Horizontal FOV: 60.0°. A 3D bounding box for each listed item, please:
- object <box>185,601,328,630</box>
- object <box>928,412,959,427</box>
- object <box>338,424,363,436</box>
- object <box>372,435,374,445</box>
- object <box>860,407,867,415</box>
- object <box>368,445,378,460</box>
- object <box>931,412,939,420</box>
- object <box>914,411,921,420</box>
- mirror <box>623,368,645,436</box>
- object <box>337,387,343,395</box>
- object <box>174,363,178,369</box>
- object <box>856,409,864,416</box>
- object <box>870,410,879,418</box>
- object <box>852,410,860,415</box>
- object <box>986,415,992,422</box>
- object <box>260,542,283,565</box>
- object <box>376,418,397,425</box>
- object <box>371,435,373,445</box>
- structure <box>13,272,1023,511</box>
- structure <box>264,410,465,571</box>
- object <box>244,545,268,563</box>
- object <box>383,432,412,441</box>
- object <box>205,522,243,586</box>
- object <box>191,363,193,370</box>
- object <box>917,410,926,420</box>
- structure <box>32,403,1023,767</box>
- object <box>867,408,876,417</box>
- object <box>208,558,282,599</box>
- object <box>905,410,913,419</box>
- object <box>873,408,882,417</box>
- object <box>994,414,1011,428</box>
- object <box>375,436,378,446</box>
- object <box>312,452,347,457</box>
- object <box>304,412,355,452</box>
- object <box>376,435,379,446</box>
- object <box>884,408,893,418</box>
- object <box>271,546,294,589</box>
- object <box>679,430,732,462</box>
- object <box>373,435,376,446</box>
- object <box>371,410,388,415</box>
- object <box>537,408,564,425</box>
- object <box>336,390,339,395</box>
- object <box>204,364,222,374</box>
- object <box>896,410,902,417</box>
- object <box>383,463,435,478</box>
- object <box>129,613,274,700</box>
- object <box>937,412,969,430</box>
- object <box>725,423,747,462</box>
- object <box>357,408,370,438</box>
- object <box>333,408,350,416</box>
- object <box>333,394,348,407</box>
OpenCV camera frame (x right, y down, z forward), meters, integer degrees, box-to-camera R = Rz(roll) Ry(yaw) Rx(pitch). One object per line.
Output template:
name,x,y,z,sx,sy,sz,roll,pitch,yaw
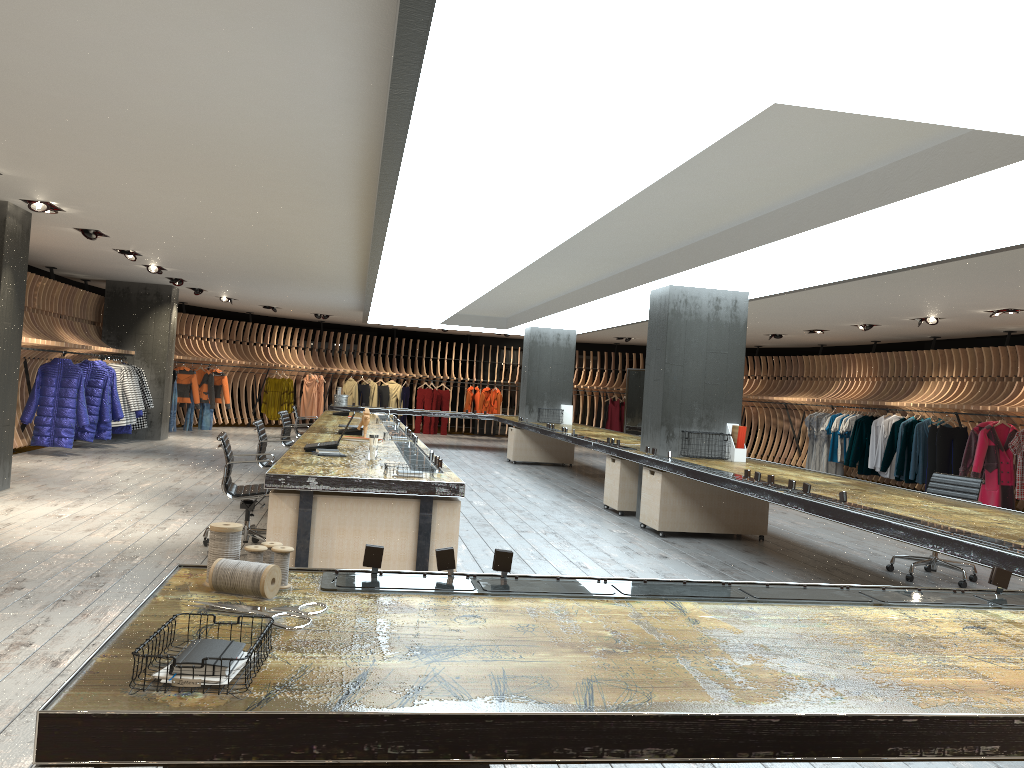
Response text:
object,-0.608,0.553,2.195,0.343,0.015,0.233,4,0,22
object,6.859,0.569,13.992,0.525,0.270,0.012,4,-1,15
object,-1.680,0.480,9.253,0.262,0.088,0.373,4,0,-10
object,-1.015,0.457,6.439,0.007,0.170,0.030,5,-1,-26
object,6.441,0.563,16.226,0.524,0.284,0.014,4,-1,0
object,-1.013,0.502,6.460,0.061,0.111,0.061,3,-1,24
object,6.801,0.565,14.285,0.525,0.270,0.012,4,-1,0
object,6.724,0.563,14.713,0.525,0.270,0.012,4,-1,-10
mirror,3.038,0.691,16.598,2.112,1.893,0.443,3,-1,31
object,-3.487,0.169,18.328,0.262,0.204,0.088,4,-1,-11
object,-6.914,-0.350,18.256,0.023,0.243,0.549,5,-1,-28
object,6.427,0.553,16.398,0.525,0.270,0.012,4,-1,-25
object,6.520,0.562,15.969,0.525,0.270,0.012,4,-1,-10
object,6.420,0.564,16.513,0.524,0.285,0.013,4,-1,-15
object,7.017,0.572,13.036,0.525,0.270,0.012,4,-1,-10
object,-0.680,0.502,2.494,0.062,0.109,0.062,5,-1,-37
object,-1.684,0.511,12.006,0.302,0.071,0.209,4,0,-15
object,-1.020,0.456,6.440,0.007,0.170,0.030,4,-1,-14
structure,1.473,0.181,6.560,14.879,2.441,36.551,4,0,-10
structure,-1.779,0.852,10.329,1.162,0.844,10.450,4,0,-10
object,-0.705,0.500,2.427,0.062,0.109,0.062,5,-1,-37
object,-1.127,0.530,8.836,0.302,0.074,0.217,4,0,-16
object,-0.807,0.487,2.515,0.088,0.204,0.262,4,-1,-11
object,-6.795,-0.338,18.850,0.023,0.243,0.549,4,-1,-13
object,6.761,0.566,14.606,0.525,0.270,0.012,4,-1,-10
structure,0.063,0.978,10.434,4.835,0.844,18.474,4,0,-10
object,6.494,0.560,16.047,0.525,0.270,0.012,4,-1,-10
object,-0.690,0.511,2.415,0.175,0.089,0.289,4,0,6
object,6.693,0.564,14.914,0.525,0.270,0.012,4,-1,-5
object,6.529,0.562,15.841,0.525,0.270,0.012,4,-1,-5
object,7.081,0.575,12.798,0.525,0.270,0.012,4,-1,0
object,-0.997,0.458,6.444,0.030,0.170,0.007,4,-1,10
object,-1.356,0.520,6.575,0.213,0.019,0.219,4,0,-25
object,-1.422,0.369,6.930,0.365,0.316,0.373,4,-1,-10
object,-0.991,0.458,6.452,0.030,0.170,0.007,4,-1,-16
object,6.597,0.556,15.473,0.525,0.270,0.012,4,-1,-5
object,-0.635,0.505,2.440,0.062,0.109,0.062,5,-1,-37
object,2.002,0.640,9.157,0.459,0.290,0.329,4,-1,-12
object,-1.005,0.457,6.439,0.030,0.170,0.007,3,-2,37
object,-2.279,0.493,15.332,0.302,0.074,0.217,4,0,-16
object,0.716,0.599,16.447,0.459,0.290,0.329,4,-1,-7
object,-3.575,0.169,18.225,0.062,0.109,0.062,5,-2,-44
object,-6.630,-0.323,19.420,0.549,0.243,0.023,4,-1,-33
object,6.638,0.557,15.243,0.525,0.270,0.012,4,-1,-10
object,-0.638,0.541,5.497,0.302,0.074,0.217,4,0,-16
object,-0.590,0.521,1.721,0.217,0.074,0.302,4,0,-6
object,6.881,0.569,13.812,0.525,0.270,0.012,4,-1,-5
object,2.345,0.612,9.275,0.129,0.383,0.239,4,-1,-10
object,-1.435,0.388,8.751,0.097,0.301,0.320,4,-1,-26
object,-2.639,0.432,13.722,0.261,0.111,0.373,4,0,-10
object,-3.546,0.345,18.371,0.303,0.239,0.497,4,-1,-9
